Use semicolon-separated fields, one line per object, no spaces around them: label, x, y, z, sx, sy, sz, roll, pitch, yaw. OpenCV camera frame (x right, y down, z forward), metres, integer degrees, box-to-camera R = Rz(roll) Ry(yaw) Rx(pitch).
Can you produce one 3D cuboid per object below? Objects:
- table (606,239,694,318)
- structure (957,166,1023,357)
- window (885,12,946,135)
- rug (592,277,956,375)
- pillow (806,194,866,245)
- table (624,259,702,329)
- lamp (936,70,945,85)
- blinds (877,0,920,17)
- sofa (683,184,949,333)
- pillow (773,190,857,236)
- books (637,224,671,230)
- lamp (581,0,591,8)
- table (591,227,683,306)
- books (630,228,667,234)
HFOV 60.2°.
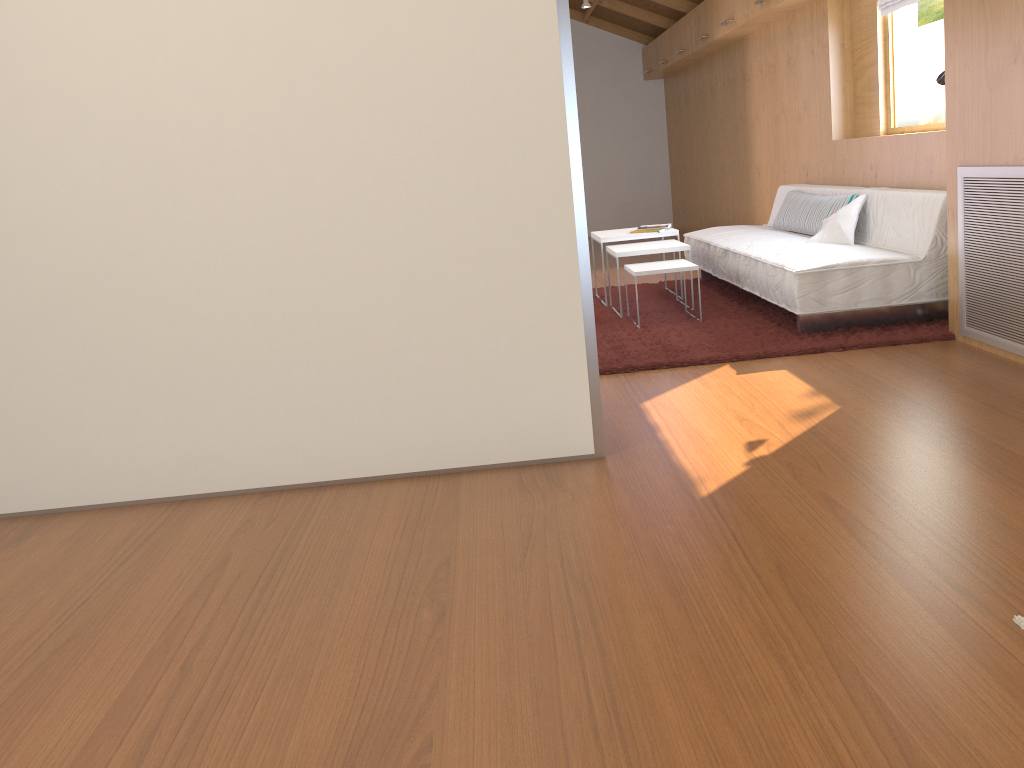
table;0.814;-0.636;5.277;0.424;0.378;0.465;-6;12;0
structure;1.922;-0.467;3.369;0.013;0.711;0.831;-6;12;0
window;2.245;-1.693;4.480;0.035;0.779;1.518;-6;13;0
rug;1.253;-0.429;5.113;1.885;0.020;2.517;-6;14;0
pillow;1.768;-0.891;4.809;0.269;0.248;0.347;-14;15;-35
table;0.828;-0.504;4.887;0.342;0.304;0.375;-6;12;0
lamp;1.996;-0.842;3.982;0.183;1.181;0.256;-10;11;-24
blinds;2.162;-2.017;4.424;0.047;0.109;1.519;-6;14;0
sofa;1.672;-0.803;5.175;0.862;0.620;2.389;-6;13;0
pillow;1.829;-1.045;5.426;0.171;0.248;1.057;-6;13;0
books;0.905;-0.996;5.607;0.193;0.016;0.155;-1;14;19
lamp;-0.236;-2.680;6.278;3.828;0.151;0.073;-6;10;-1
table;0.799;-0.773;5.728;0.485;0.432;0.532;-6;12;0
books;0.856;-0.959;5.541;0.193;0.016;0.155;2;16;28
